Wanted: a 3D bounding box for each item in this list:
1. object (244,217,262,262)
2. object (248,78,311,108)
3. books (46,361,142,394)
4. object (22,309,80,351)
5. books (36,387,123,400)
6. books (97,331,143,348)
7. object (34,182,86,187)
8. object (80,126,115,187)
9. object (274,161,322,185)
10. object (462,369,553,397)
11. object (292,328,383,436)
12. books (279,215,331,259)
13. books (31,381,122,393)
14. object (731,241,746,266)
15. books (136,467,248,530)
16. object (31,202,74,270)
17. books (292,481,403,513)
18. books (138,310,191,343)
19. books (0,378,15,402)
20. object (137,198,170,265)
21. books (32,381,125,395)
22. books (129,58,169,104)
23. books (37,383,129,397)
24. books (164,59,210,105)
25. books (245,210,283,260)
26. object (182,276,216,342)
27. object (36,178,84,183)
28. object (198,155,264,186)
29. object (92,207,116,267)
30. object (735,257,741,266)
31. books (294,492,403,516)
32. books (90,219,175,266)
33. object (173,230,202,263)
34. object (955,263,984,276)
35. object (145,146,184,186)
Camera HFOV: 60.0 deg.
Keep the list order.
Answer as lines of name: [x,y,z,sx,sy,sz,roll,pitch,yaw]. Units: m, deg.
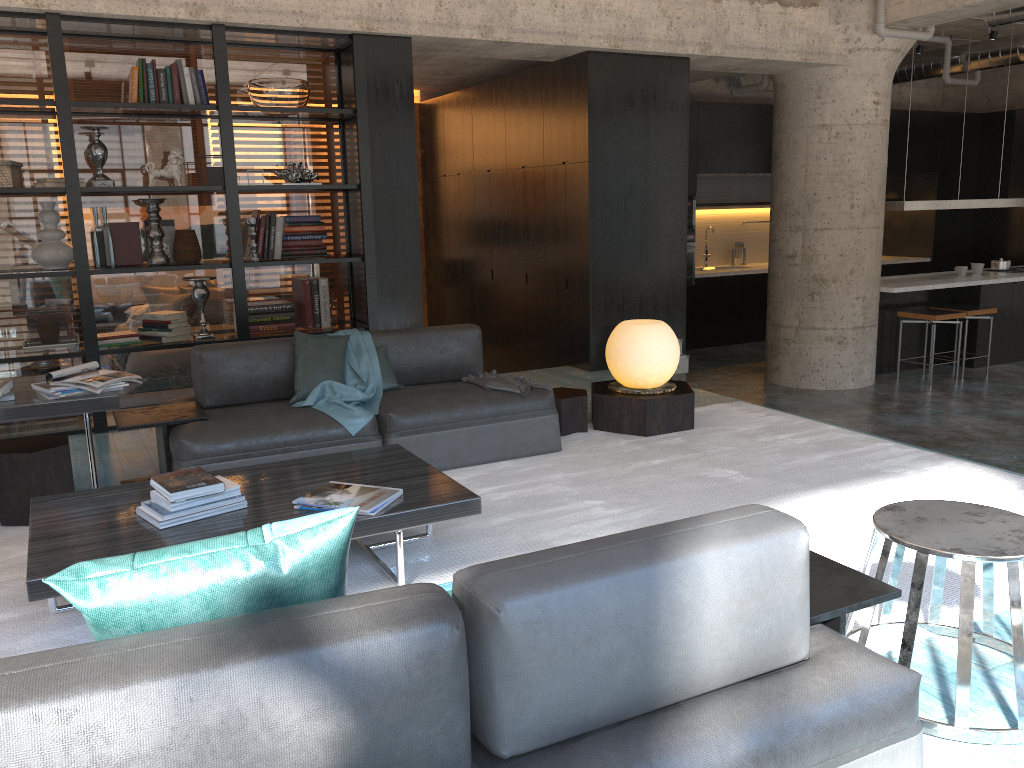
object: [-1.803,-1.005,6.169,0.099,0.301,0.099,-9,13,-32]
object: [-1.648,-2.034,6.303,0.434,0.217,0.430,-6,12,-23]
books: [-1.983,-0.026,4.217,0.273,0.109,0.322,1,12,13]
object: [-3.082,-0.364,5.913,0.335,0.231,0.284,-7,13,-26]
books: [-2.039,0.028,4.184,0.318,0.011,0.252,-11,15,-39]
books: [-2.682,-0.302,5.970,0.319,0.068,0.231,-9,14,-35]
object: [-2.848,-1.253,5.591,0.179,0.034,0.243,8,15,40]
object: [-2.722,-1.485,5.832,0.178,0.394,0.180,-9,13,-32]
object: [-1.565,-1.528,6.450,0.322,0.177,0.323,-7,13,-26]
object: [-0.017,0.028,5.101,0.429,0.185,0.433,-8,13,-30]
object: [-0.927,-0.046,4.886,0.444,0.438,0.985,-1,11,0]
books: [-1.572,-1.095,6.581,0.378,0.303,0.303,-7,12,-25]
books: [-2.053,-0.004,4.183,0.252,0.011,0.318,10,16,44]
object: [3.190,-1.841,12.472,0.291,0.336,0.060,-9,13,-32]
books: [-1.180,0.401,3.231,0.322,0.116,0.279,-11,15,-41]
object: [-3.019,-0.973,5.815,0.265,0.432,0.265,2,12,17]
books: [-0.607,0.417,3.290,0.318,0.011,0.252,3,12,22]
books: [-2.394,-0.400,6.119,0.306,0.188,0.257,5,13,27]
books: [-2.422,0.039,4.005,0.320,0.075,0.278,-6,12,-22]
object: [-2.439,-1.042,6.066,0.192,0.447,0.191,3,12,20]
books: [-2.045,0.006,4.187,0.252,0.011,0.318,8,15,39]
books: [-2.384,-1.955,5.785,0.231,0.290,0.216,-7,13,-26]
books: [-2.026,0.016,4.189,0.252,0.011,0.318,8,15,39]
books: [-2.164,-1.986,5.891,0.258,0.298,0.221,-7,13,-26]
books: [-1.780,-1.070,6.358,0.256,0.354,0.216,-7,13,-26]
object: [-2.114,-0.515,6.050,0.218,0.433,0.218,-9,14,-34]
object: [-2.848,-1.283,5.595,0.166,0.024,0.227,9,15,41]
object: [-1.905,-1.448,6.027,0.409,0.200,0.200,-5,12,-17]
object: [-2.747,-0.986,5.949,0.121,0.395,0.062,-6,12,-24]
object: [3.151,-1.707,12.361,0.092,0.117,0.092,1,12,12]
books: [-0.601,0.429,3.286,0.318,0.011,0.252,2,12,17]
books: [-2.612,-0.982,6.151,0.547,0.299,0.147,-7,13,-27]
object: [-2.273,-0.960,6.195,0.190,0.230,0.189,2,12,18]
object: [5.213,-1.311,10.099,0.437,0.133,0.188,-7,13,-26]
object: [-2.369,-1.482,6.056,0.252,0.280,0.131,-5,12,-19]
